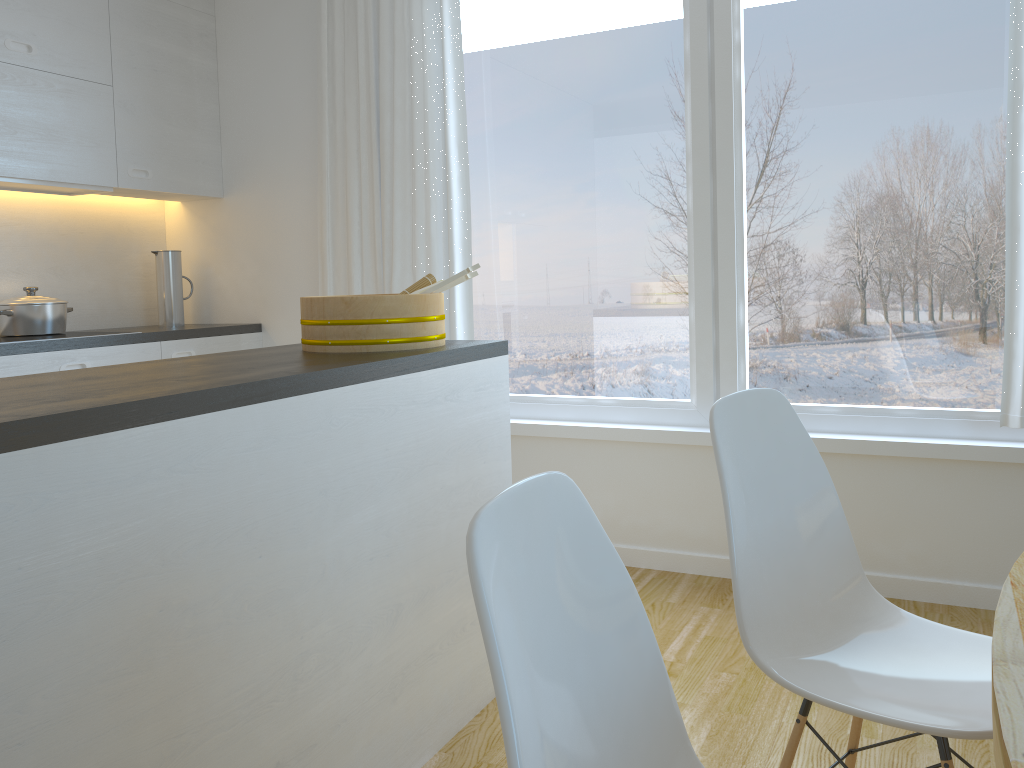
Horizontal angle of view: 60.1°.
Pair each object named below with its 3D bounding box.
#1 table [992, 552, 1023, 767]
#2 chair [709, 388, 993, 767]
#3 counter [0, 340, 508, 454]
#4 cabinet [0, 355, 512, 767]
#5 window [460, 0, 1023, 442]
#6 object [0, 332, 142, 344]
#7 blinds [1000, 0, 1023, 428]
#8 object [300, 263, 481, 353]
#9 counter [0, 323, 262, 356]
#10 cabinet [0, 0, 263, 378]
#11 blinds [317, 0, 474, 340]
[{"bbox_3d":[0.992,0.653,0.576,1.193,0.722,2.200,1,7,25],"label":"table"},{"bbox_3d":[0.621,0.474,1.464,0.431,0.898,0.524,-5,5,-44],"label":"chair"},{"bbox_3d":[-0.807,0.031,1.506,0.601,0.040,2.412,2,7,26],"label":"counter"},{"bbox_3d":[-0.793,0.503,1.531,0.600,0.906,2.412,0,6,26],"label":"cabinet"},{"bbox_3d":[0.758,-0.796,3.293,2.727,1.911,0.088,1,4,26],"label":"window"},{"bbox_3d":[-1.887,-0.174,3.401,0.562,0.013,0.657,2,7,26],"label":"object"},{"bbox_3d":[1.849,-0.923,2.531,0.795,2.152,0.150,0,3,27],"label":"blinds"},{"bbox_3d":[-0.347,-0.207,2.358,0.431,0.213,0.379,-6,7,-35],"label":"object"},{"bbox_3d":[-1.886,-0.156,3.397,0.600,0.040,2.010,2,7,26],"label":"counter"},{"bbox_3d":[-2.103,-0.403,2.815,0.481,2.291,3.216,0,6,26],"label":"cabinet"},{"bbox_3d":[-0.544,-0.988,3.702,0.795,2.152,0.150,0,3,26],"label":"blinds"}]
